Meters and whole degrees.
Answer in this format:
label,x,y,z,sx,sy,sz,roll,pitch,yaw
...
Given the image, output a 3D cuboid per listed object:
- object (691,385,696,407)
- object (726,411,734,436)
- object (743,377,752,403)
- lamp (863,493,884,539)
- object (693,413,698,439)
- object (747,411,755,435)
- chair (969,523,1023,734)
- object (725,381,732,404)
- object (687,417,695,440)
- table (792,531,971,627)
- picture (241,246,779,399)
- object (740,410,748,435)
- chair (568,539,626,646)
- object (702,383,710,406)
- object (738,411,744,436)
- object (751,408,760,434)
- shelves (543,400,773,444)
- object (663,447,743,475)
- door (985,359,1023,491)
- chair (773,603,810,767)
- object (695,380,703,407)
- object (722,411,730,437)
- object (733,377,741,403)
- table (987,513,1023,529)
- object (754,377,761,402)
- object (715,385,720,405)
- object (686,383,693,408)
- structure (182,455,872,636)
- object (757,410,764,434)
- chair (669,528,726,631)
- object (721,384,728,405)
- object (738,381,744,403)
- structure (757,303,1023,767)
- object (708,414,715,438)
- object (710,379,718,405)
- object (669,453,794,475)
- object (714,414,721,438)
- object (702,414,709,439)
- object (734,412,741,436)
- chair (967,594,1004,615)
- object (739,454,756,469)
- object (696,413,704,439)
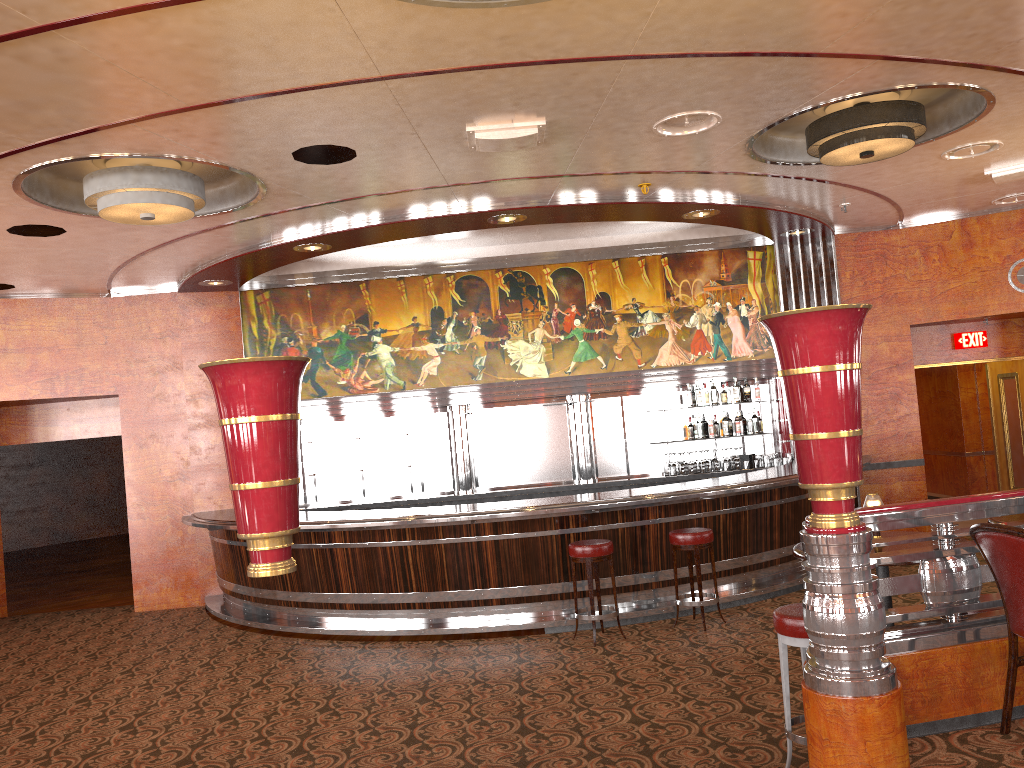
label,x,y,z,sx,sy,sz,roll,pitch,yaw
object,2.130,0.143,10.404,0.090,0.256,0.090,-6,-2,21
object,2.535,0.468,10.381,0.090,0.293,0.090,-5,-2,-7
object,2.724,0.066,10.283,0.090,0.293,0.090,-6,-2,33
lamp,1.846,0.682,4.509,0.130,0.250,0.130,-6,-2,20
object,2.178,0.494,10.402,0.078,0.305,0.206,-5,-2,-4
object,2.767,0.454,10.303,0.080,0.272,0.080,-5,-2,3
chair,2.052,0.882,3.200,0.615,0.816,0.588,-5,-2,-10
object,2.531,0.099,10.401,0.080,0.272,0.080,-4,-2,-32
object,2.093,0.517,10.373,0.080,0.272,0.080,-5,-2,3
table,1.900,1.283,4.463,0.849,0.960,0.850,-5,-2,2
picture,0.001,-0.695,10.350,6.254,1.322,0.001,-5,-2,0
object,2.718,0.455,10.452,0.090,0.293,0.090,-6,-2,33
chair,0.644,1.608,6.896,0.350,0.755,0.350,-4,-2,-27
object,2.250,0.119,10.300,0.080,0.272,0.080,-5,-2,-7
object,2.659,0.460,10.329,0.067,0.282,0.067,-3,-2,-40
object,2.836,0.434,10.349,0.078,0.305,0.078,-5,-2,13
shelves,1.677,0.414,10.360,2.594,0.568,0.339,-5,-2,0
object,2.237,0.895,10.279,0.951,0.245,0.396,-5,-2,3
door,6.268,0.675,11.031,0.063,1.982,0.808,-5,-2,-6
chair,1.409,1.410,4.058,0.350,0.755,0.350,-3,-3,-42
object,2.164,0.110,10.299,0.078,0.305,0.078,-5,-2,-10
object,2.475,0.463,10.286,0.078,0.305,0.078,-6,-2,38
object,2.608,0.071,10.298,0.078,0.305,0.078,-4,-2,-20
table,3.109,1.192,4.815,0.849,0.960,0.850,-4,-2,-21
object,2.847,0.062,10.304,0.067,0.282,0.067,-5,-2,11
object,2.378,0.129,10.365,0.068,0.235,0.212,-6,-2,20
object,2.060,0.131,10.298,0.067,0.282,0.067,-3,-3,-45
structure,0.217,1.580,8.660,7.810,1.047,3.209,-5,-3,0
object,2.910,0.447,10.436,0.080,0.272,0.080,-5,-2,-2
chair,1.459,1.543,7.065,0.350,0.755,0.350,-7,-3,41
object,2.463,0.118,10.304,0.070,0.238,0.070,-4,-2,-26
object,2.690,0.095,10.449,0.090,0.256,0.090,-5,-2,6
structure,2.831,-0.145,4.083,4.352,3.604,0.549,-4,-2,-26
object,2.319,0.489,10.312,0.067,0.282,0.067,-4,-2,-35
object,2.338,0.094,10.279,0.078,0.305,0.078,-5,-2,-12
object,2.535,0.926,10.328,1.425,0.134,0.403,-5,-3,5
object,2.393,0.491,10.395,0.080,0.272,0.080,-5,-2,3
object,2.262,0.493,10.419,0.090,0.293,0.090,-4,-2,-22
object,2.606,0.461,10.260,0.067,0.282,0.067,-4,-2,-26
chair,2.145,1.339,3.931,0.350,0.755,0.350,-7,-3,41
object,2.714,0.894,10.243,0.169,0.156,0.195,-6,-3,24
object,2.184,0.489,10.313,0.078,0.305,0.078,-5,-2,-7
